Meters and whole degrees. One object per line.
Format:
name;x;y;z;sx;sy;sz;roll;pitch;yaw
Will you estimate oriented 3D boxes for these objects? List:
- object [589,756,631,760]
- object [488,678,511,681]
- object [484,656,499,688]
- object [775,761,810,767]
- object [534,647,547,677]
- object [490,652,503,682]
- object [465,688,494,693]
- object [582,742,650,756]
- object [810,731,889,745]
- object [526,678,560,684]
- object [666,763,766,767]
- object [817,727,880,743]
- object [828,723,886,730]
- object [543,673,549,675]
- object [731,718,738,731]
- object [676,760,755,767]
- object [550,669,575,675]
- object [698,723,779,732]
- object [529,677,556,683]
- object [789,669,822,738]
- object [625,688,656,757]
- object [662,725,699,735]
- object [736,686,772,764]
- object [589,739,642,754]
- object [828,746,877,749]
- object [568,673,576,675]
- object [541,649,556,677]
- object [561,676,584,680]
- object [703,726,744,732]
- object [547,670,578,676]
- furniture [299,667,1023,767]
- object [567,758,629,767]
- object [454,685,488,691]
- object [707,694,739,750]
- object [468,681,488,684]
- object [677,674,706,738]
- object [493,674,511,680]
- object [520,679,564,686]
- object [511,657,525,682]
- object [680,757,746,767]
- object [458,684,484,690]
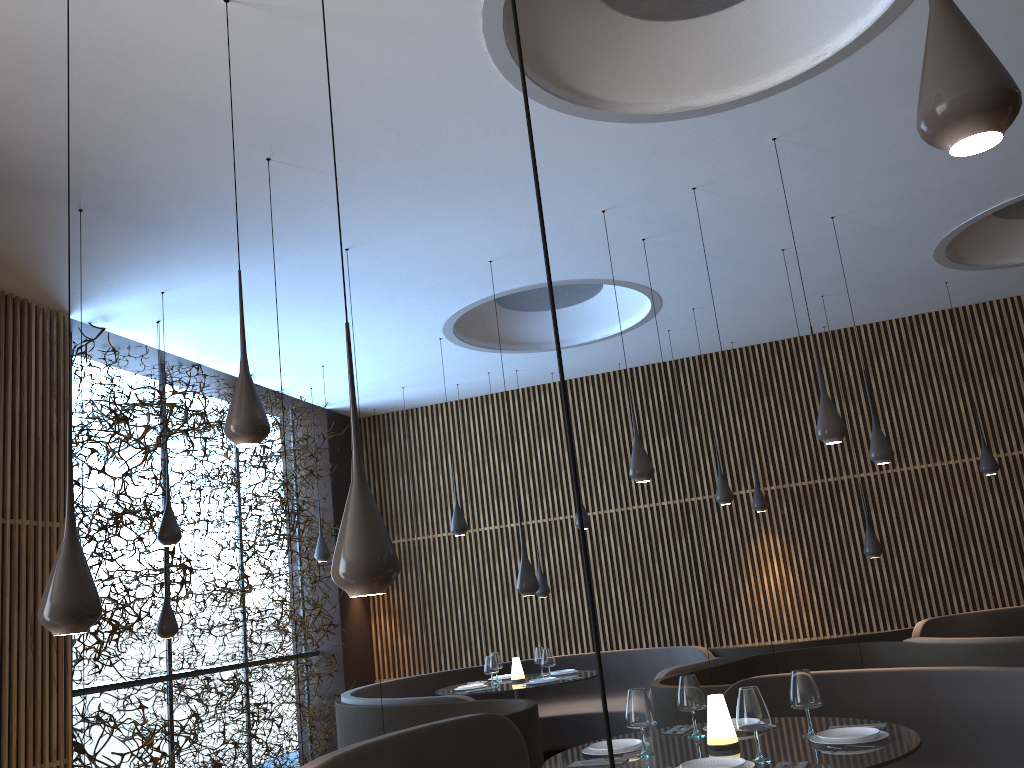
object;0.505;1.769;4.296;0.204;0.011;0.413;-10;-14;13
object;-0.088;3.136;9.449;0.332;0.014;0.333;-10;-14;13
object;-0.202;2.807;8.653;0.142;0.294;0.142;-9;-13;10
object;1.074;1.489;3.423;0.127;0.016;0.263;-12;-15;22
object;0.303;2.913;9.305;0.142;0.294;0.142;1;-15;-30
object;-0.167;2.956;9.258;0.142;0.294;0.142;-10;-13;15
object;-0.311;2.910;8.421;0.262;0.016;0.127;-1;-15;-22
object;0.504;1.767;4.292;0.332;0.014;0.333;-13;-15;23
object;1.477;1.551;3.883;0.332;0.014;0.333;-13;-15;24
object;0.296;2.847;8.480;0.332;0.014;0.334;-7;-14;2
object;0.804;1.548;3.557;0.411;0.011;0.205;-11;-15;18
object;1.476;1.542;3.885;0.264;0.029;0.264;-15;-16;30
object;1.612;1.610;4.149;0.262;0.016;0.127;-12;-15;21
object;0.458;3.084;9.467;0.262;0.016;0.127;-2;-15;-18
object;1.143;1.744;4.534;0.263;0.029;0.264;-9;-14;11
object;0.808;1.546;3.557;0.331;0.014;0.334;-4;-14;-9
object;0.527;2.988;9.185;0.263;0.029;0.264;-8;-14;4
object;1.148;1.754;4.530;0.411;0.011;0.205;-12;-15;22
object;0.295;2.838;8.482;0.263;0.029;0.264;-12;-15;21
object;1.365;1.482;4.118;0.142;0.294;0.143;-4;-13;-13
object;0.600;1.573;4.125;0.142;0.294;0.143;-3;-14;-17
object;0.889;1.828;4.680;0.127;0.016;0.263;-14;-16;26
object;1.006;1.413;3.680;0.142;0.294;0.143;-1;-14;-22
object;0.503;1.758;4.294;0.263;0.029;0.265;-2;-15;-17
object;1.476;1.551;3.878;0.204;0.011;0.412;-11;-15;17
object;0.530;2.997;9.179;0.204;0.011;0.413;-1;-15;-22
object;0.360;2.760;8.725;0.142;0.294;0.142;-9;-13;8
object;0.581;2.847;8.581;0.126;0.016;0.263;0;-15;-23
object;1.144;1.753;4.532;0.333;0.014;0.333;-16;-17;32
object;0.528;2.997;9.183;0.332;0.014;0.334;-7;-14;1
furniture;0.983;2.084;3.909;3.879;1.112;3.814;-4;-14;-9
object;0.391;1.718;4.015;0.262;0.016;0.127;-11;-15;17
object;-0.402;2.984;8.702;0.332;0.014;0.333;-10;-14;13
object;0.954;1.551;4.078;0.143;0.231;0.145;-15;-15;31
object;-0.363;3.144;9.324;0.126;0.016;0.263;1;-16;-27
object;0.909;1.627;4.482;0.142;0.294;0.142;-16;-16;36
object;-0.089;3.127;9.451;0.263;0.029;0.264;-8;-14;7
object;0.293;2.848;8.477;0.410;0.011;0.205;1;-16;-27
object;0.051;2.892;8.980;0.142;0.231;0.145;-6;-13;-4
object;0.807;1.537;3.559;0.264;0.029;0.264;-15;-16;29
object;-0.403;2.975;8.704;0.263;0.029;0.264;4;-18;-37
